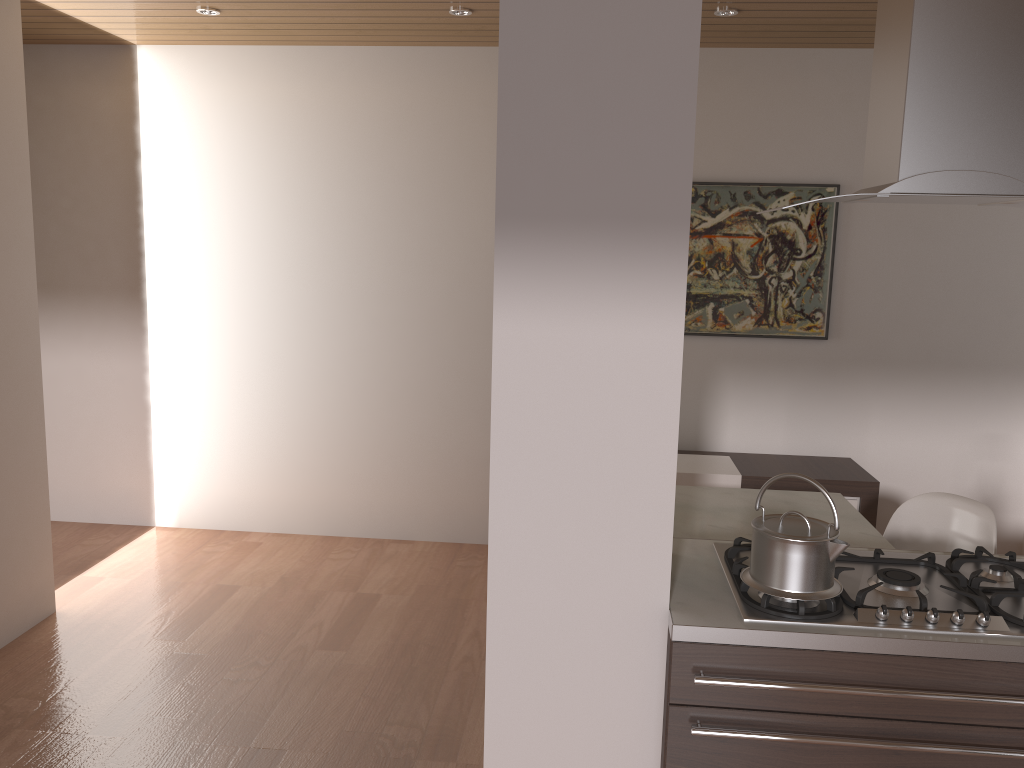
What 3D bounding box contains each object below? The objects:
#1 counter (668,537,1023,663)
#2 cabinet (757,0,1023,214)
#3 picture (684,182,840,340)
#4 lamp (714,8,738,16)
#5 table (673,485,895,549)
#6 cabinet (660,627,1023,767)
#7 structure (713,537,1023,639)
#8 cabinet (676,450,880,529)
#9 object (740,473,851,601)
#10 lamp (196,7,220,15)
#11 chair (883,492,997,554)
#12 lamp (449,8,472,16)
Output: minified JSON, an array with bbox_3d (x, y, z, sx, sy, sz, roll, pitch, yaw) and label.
[{"bbox_3d":[1.373,0.616,1.427,2.150,0.036,1.850,2,9,5],"label":"counter"},{"bbox_3d":[1.501,-0.451,1.304,2.058,1.032,1.399,3,9,9],"label":"cabinet"},{"bbox_3d":[1.038,-0.652,4.668,1.277,0.801,0.018,2,9,5],"label":"picture"},{"bbox_3d":[0.923,-1.624,3.817,0.102,0.055,0.102,5,10,22],"label":"lamp"},{"bbox_3d":[0.825,0.868,3.016,0.800,0.758,1.100,2,9,5],"label":"table"},{"bbox_3d":[1.362,1.064,1.497,2.150,0.870,1.850,2,9,5],"label":"cabinet"},{"bbox_3d":[0.910,0.460,2.088,0.797,0.047,0.494,2,9,5],"label":"structure"},{"bbox_3d":[0.929,0.697,4.607,1.740,0.608,0.540,2,9,5],"label":"cabinet"},{"bbox_3d":[0.630,0.321,1.975,0.221,0.251,0.221,1,9,-2],"label":"object"},{"bbox_3d":[-1.377,-1.712,4.019,0.102,0.055,0.102,0,9,-12],"label":"lamp"},{"bbox_3d":[1.316,0.830,3.055,0.608,0.847,0.491,-3,10,-25],"label":"chair"},{"bbox_3d":[-0.227,-1.668,3.918,0.102,0.055,0.102,0,9,-12],"label":"lamp"}]
